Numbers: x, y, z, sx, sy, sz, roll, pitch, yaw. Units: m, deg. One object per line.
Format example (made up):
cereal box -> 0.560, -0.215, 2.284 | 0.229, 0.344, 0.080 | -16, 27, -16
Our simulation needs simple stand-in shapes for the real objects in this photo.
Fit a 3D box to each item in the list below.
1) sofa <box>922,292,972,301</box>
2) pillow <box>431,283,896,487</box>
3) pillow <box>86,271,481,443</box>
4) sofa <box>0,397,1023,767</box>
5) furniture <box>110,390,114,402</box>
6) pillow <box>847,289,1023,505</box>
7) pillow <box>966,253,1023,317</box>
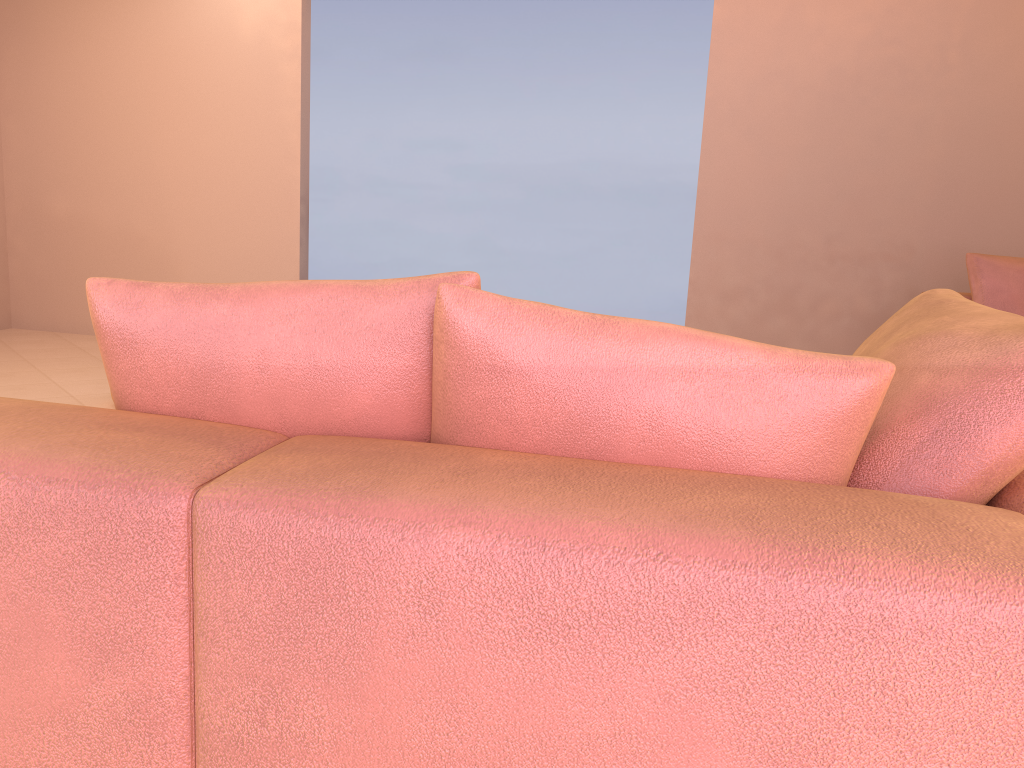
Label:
sofa -> 2.024, 0.167, 2.729 | 0.943, 0.672, 2.781 | 5, 11, 11
pillow -> 0.129, 0.115, 1.007 | 0.492, 0.446, 0.255 | 2, 11, -6
pillow -> -0.254, 0.081, 1.084 | 0.470, 0.468, 0.211 | 4, 11, 6
sofa -> -0.583, 0.292, 1.348 | 2.781, 0.672, 0.943 | 5, 11, 11
furniture -> -1.325, 0.025, 3.871 | 0.699, 0.226, 0.659 | 12, 14, 40
pillow -> 0.457, 0.115, 1.134 | 0.314, 0.455, 0.519 | 4, 11, 7
pillow -> 2.201, -0.281, 3.695 | 0.554, 0.486, 0.335 | 4, 11, 7
